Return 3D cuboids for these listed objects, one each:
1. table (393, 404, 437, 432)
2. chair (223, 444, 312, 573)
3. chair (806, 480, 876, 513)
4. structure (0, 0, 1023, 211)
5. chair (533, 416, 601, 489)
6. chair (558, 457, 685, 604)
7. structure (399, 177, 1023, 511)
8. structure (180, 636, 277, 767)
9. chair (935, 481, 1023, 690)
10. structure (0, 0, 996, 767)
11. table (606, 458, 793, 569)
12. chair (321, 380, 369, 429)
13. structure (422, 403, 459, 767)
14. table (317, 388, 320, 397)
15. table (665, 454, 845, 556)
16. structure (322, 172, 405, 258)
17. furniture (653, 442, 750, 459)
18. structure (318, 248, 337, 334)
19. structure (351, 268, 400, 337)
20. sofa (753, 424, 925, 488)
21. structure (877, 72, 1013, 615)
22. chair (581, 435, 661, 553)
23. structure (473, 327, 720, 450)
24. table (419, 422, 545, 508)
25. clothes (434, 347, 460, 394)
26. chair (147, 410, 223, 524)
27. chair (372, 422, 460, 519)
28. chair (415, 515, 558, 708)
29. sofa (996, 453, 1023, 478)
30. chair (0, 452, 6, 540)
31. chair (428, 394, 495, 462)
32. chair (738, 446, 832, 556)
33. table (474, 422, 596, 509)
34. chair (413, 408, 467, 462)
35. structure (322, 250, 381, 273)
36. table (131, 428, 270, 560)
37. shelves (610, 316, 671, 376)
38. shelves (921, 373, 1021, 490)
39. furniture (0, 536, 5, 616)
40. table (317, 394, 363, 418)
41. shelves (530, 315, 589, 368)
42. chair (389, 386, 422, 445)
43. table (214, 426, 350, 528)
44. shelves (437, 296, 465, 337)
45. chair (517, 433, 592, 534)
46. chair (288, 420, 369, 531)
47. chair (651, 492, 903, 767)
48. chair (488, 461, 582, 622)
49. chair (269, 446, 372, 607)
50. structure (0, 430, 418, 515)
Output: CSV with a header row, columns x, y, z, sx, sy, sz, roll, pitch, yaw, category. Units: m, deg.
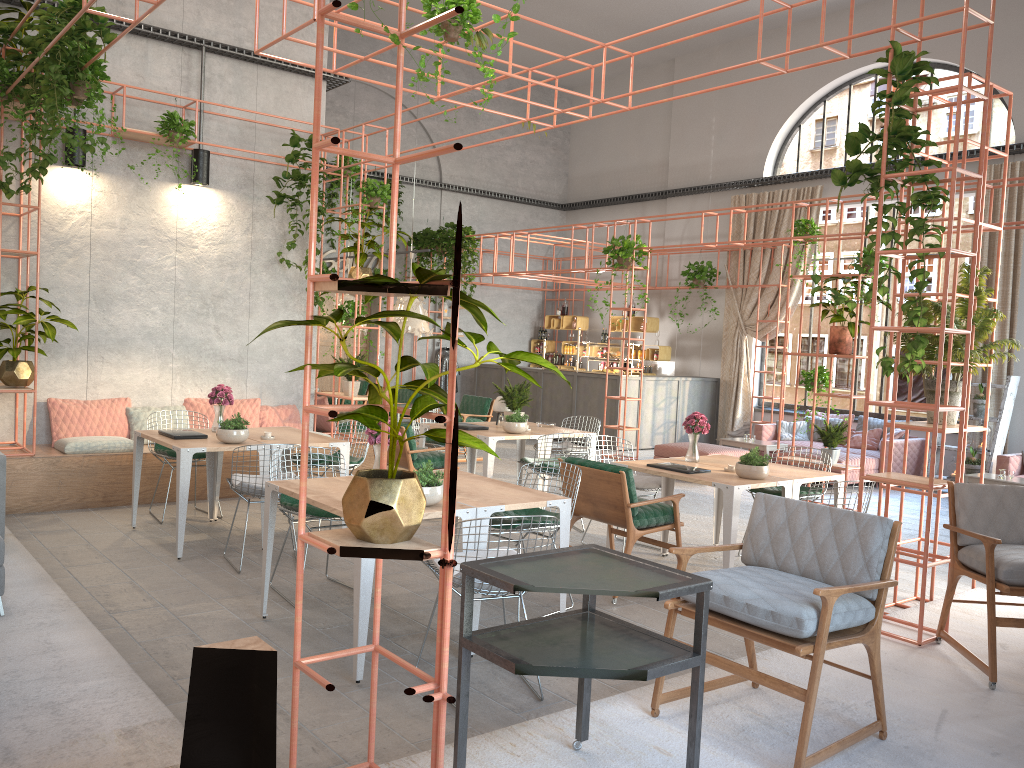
x,y,z,sx,sy,sz,roll,pitch,yaw,category
-1.448,0.693,11.980,0.635,0.798,0.602,1,4,-38,table
-1.824,0.867,6.610,0.565,0.941,0.717,2,3,-22,chair
2.127,1.082,6.200,0.565,0.941,0.717,2,3,-22,chair
-0.105,-3.389,8.950,15.603,0.110,15.203,1,4,-38,structure
0.590,0.829,9.713,0.717,0.941,0.565,0,4,-42,chair
0.771,1.009,6.412,0.685,0.917,0.722,1,4,-38,chair
3.698,-0.513,12.584,4.157,4.247,14.689,1,4,-38,structure
-3.159,0.698,3.096,3.396,1.111,9.152,1,4,-38,structure
2.683,1.012,4.552,0.722,0.914,0.685,3,3,2,chair
-3.174,-1.237,9.109,4.501,4.345,14.096,0,4,-40,structure
1.401,1.074,6.788,0.694,0.830,1.205,1,4,-38,table
-2.881,0.388,15.287,0.685,0.930,0.722,1,4,-38,chair
-0.120,-0.364,2.314,0.748,3.623,0.722,1,4,-38,structure
-3.623,0.447,14.723,0.635,0.798,0.602,1,4,-38,table
1.944,1.079,7.224,0.694,0.830,1.214,1,4,-38,table
-2.864,-3.120,16.246,1.939,1.514,0.856,0,4,-44,structure
2.601,1.056,12.146,0.941,0.446,0.976,1,4,-38,furniture
-3.597,-1.690,15.999,0.921,1.527,0.950,3,3,-5,structure
-2.590,-1.664,16.854,0.950,1.527,0.921,0,4,-40,structure
4.409,1.006,12.742,1.960,0.672,2.219,1,4,-38,sofa
2.942,-0.202,6.081,0.624,3.602,0.424,1,4,-38,structure
0.970,0.952,7.647,0.565,0.941,0.717,1,4,-37,chair
1.514,-0.032,16.914,2.579,2.022,4.057,1,4,-38,structure
-0.337,0.867,8.952,0.694,0.830,1.205,1,4,-38,table
-1.303,-0.230,17.743,0.366,0.997,0.625,5,3,32,clothes
-2.980,0.736,8.057,0.565,0.941,0.717,1,4,-37,chair
-0.967,0.814,8.578,0.685,0.917,0.722,1,4,-38,chair
-0.129,1.058,4.472,0.565,0.941,0.717,2,3,-22,chair
6.600,1.254,9.979,1.960,0.672,2.219,1,4,-38,sofa
-4.017,0.734,5.783,1.127,0.672,1.052,1,4,-38,chair
-0.710,0.633,12.548,0.685,0.929,0.722,1,4,-38,chair
2.329,1.024,7.548,0.717,0.941,0.565,0,4,-42,chair
0.206,0.871,9.388,0.694,0.830,1.214,1,4,-38,table
-0.769,0.757,9.812,0.565,0.941,0.717,1,4,-37,chair
-2.976,-2.291,16.368,1.312,0.505,0.063,1,4,-38,structure
-2.549,0.846,7.198,0.694,0.830,1.205,1,4,-38,table
2.256,-0.364,16.967,0.328,1.838,1.750,1,4,-38,shelves
6.164,0.666,11.952,0.856,1.618,0.842,1,4,-38,shelves
-3.280,0.940,4.677,0.941,0.446,0.975,1,4,-38,furniture
-2.535,0.570,13.351,0.635,0.798,0.602,1,4,-38,table
1.067,-0.498,18.468,0.328,1.838,1.750,1,4,-38,shelves
-1.807,0.509,13.932,0.685,0.930,0.722,1,4,-38,chair
-2.006,0.851,7.634,0.694,0.830,1.214,1,4,-38,table
-1.200,-1.341,17.724,0.560,0.790,0.186,1,4,-38,shelves
0.388,0.887,8.365,0.565,0.941,0.717,2,3,-22,chair
-1.621,0.809,7.959,0.717,0.941,0.565,0,4,-42,chair
1.096,0.972,3.660,0.685,0.929,0.722,1,4,-38,chair
0.073,1.000,5.820,0.717,0.941,0.565,0,4,-42,chair
-1.286,0.928,5.919,0.565,0.941,0.717,1,4,-37,chair
-4.647,0.713,11.353,4.386,0.500,5.831,1,4,-38,structure
